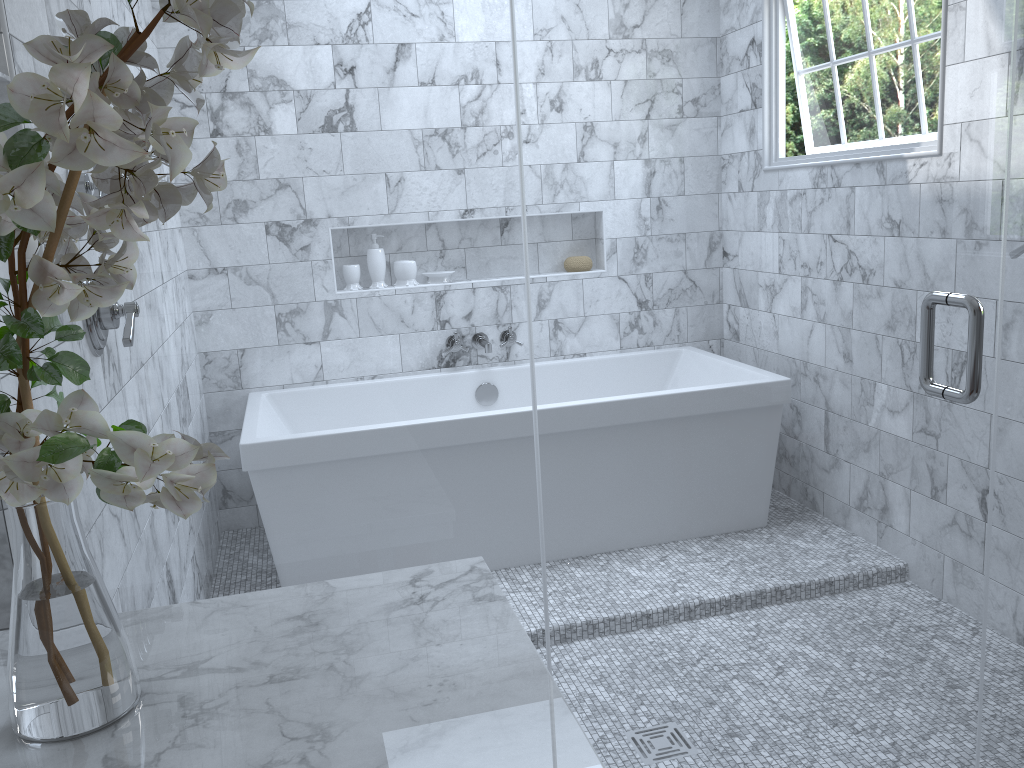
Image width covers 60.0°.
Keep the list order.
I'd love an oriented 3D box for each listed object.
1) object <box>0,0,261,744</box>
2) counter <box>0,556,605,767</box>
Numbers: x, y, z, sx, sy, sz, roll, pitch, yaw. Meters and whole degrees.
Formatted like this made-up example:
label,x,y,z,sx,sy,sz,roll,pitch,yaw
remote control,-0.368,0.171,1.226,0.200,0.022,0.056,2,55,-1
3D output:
label,x,y,z,sx,sy,sz,roll,pitch,yaw
object,-0.372,-0.010,0.808,0.374,0.706,0.225,0,12,17
counter,-0.123,0.800,0.459,0.638,0.983,1.657,-6,12,-13
